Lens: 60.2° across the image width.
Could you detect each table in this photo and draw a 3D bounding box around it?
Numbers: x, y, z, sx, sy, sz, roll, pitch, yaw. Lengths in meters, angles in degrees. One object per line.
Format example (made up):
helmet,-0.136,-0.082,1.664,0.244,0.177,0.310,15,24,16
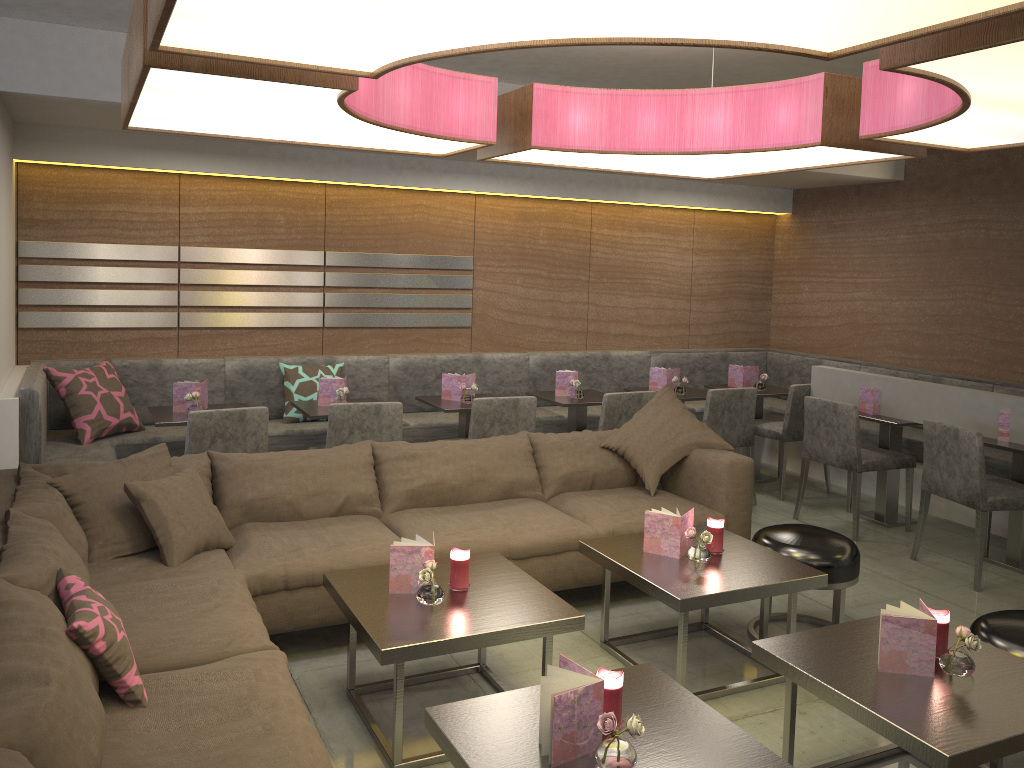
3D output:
table,1.135,0.993,2.453,0.658,0.410,0.662,-1,7,-26
table,1.105,0.379,6.052,0.506,0.651,0.509,-1,6,-26
table,-0.272,0.427,5.379,0.506,0.651,0.509,-1,6,-26
table,1.730,0.358,6.357,0.506,0.651,0.509,-1,6,-26
table,-0.961,0.451,5.043,0.506,0.651,0.509,-1,6,-26
table,-1.649,0.475,4.706,0.506,0.651,0.509,-1,6,-26
table,0.221,1.025,2.007,0.658,0.410,0.662,-1,7,-26
table,-0.218,0.888,2.905,0.658,0.410,0.662,-1,7,-26
table,2.675,0.625,4.624,0.506,0.651,0.509,-1,6,-26
table,0.696,0.856,3.352,0.658,0.410,0.662,-1,7,-26
table,2.300,0.508,5.393,0.506,0.651,0.509,-1,6,-26
table,0.416,0.403,5.715,0.506,0.651,0.509,-1,6,-26

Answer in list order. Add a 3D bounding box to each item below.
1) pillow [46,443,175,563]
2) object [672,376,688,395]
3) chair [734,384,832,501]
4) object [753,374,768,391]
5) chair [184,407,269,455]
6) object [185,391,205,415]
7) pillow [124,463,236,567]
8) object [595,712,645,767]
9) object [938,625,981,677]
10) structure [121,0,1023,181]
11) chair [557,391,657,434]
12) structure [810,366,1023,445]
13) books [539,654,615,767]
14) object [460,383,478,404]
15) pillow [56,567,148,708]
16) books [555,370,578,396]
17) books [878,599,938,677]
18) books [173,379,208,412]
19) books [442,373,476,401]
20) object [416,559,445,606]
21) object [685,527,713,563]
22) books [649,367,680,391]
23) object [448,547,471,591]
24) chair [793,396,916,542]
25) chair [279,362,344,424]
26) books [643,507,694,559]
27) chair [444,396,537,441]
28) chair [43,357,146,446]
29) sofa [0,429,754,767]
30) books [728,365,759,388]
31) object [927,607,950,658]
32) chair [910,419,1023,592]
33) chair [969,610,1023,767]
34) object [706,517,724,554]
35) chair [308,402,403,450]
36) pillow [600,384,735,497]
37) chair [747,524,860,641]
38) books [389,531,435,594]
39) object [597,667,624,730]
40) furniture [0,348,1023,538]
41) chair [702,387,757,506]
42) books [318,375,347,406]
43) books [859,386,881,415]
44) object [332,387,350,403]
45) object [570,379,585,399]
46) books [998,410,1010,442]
pillow,-1.433,0.454,3.306,0.292,0.392,0.528,5,7,33
object,1.130,0.006,5.946,0.106,0.125,0.093,2,5,5
chair,1.872,0.347,6.082,0.477,0.758,0.495,-1,5,-29
object,1.761,-0.016,6.259,0.098,0.125,0.100,5,6,34
chair,-1.481,0.467,4.414,0.477,0.758,0.495,-1,6,-34
object,-1.644,0.102,4.594,0.094,0.125,0.108,3,5,17
pillow,-1.224,0.493,3.285,0.235,0.321,0.382,3,6,19
object,0.229,0.768,1.911,0.095,0.128,0.101,-3,7,-43
object,1.230,0.725,2.470,0.095,0.125,0.195,2,6,5
structure,0.343,-1.020,2.348,2.447,0.615,2.459,-2,8,-26
chair,0.576,0.396,5.419,0.477,0.758,0.495,-1,5,-30
structure,2.556,0.164,4.728,0.095,0.230,2.505,0,8,-26
books,0.141,0.738,2.018,0.143,0.163,0.259,5,7,28
object,-0.259,0.054,5.272,0.102,0.125,0.095,5,6,28
pillow,-1.061,0.645,2.272,0.180,0.251,0.466,-1,7,-30
books,0.343,-0.007,5.749,0.143,0.163,0.158,1,6,-6
books,1.089,0.705,2.481,0.143,0.163,0.158,3,6,9
books,-1.723,0.065,4.741,0.143,0.163,0.158,1,6,-6
books,-0.327,0.017,5.422,0.143,0.163,0.158,5,6,29
object,-0.260,0.629,2.803,0.092,0.131,0.102,4,6,29
object,0.698,0.594,3.292,0.106,0.128,0.095,4,5,24
books,1.052,-0.031,6.096,0.143,0.163,0.158,7,7,44
object,-0.174,0.614,2.939,0.076,0.128,0.076,5,6,36
chair,2.031,0.466,5.249,0.492,0.758,0.480,-1,5,-28
chair,-1.258,0.063,5.621,0.426,0.393,0.220,-1,5,-25
books,0.604,0.563,3.405,0.143,0.163,0.158,5,6,29
chair,-0.138,0.420,5.077,0.477,0.758,0.495,0,5,-24
chair,-2.315,0.092,4.927,0.295,0.425,0.494,3,6,17
sofa,0.187,0.825,2.510,3.180,0.672,3.792,-2,8,-26
books,1.678,-0.054,6.411,0.157,0.163,0.144,-1,6,-31
object,1.221,0.713,2.542,0.076,0.128,0.076,4,5,26
chair,2.397,0.582,4.484,0.492,0.758,0.480,1,5,-14
chair,1.623,0.955,2.706,0.423,0.448,0.425,-1,6,-30
object,0.780,0.582,3.398,0.076,0.128,0.076,4,5,26
chair,-0.828,0.443,4.747,0.477,0.758,0.495,0,5,-19
pillow,0.746,0.266,4.362,0.620,0.510,0.300,1,5,-12
chair,1.186,0.819,3.603,0.423,0.448,0.424,-4,8,-45
books,-0.334,0.595,2.949,0.143,0.163,0.158,1,6,-6
object,0.229,0.743,2.088,0.076,0.128,0.076,5,6,36
furniture,0.591,0.481,4.453,5.648,0.848,4.285,-2,8,-26
chair,1.266,0.375,5.735,0.477,0.758,0.495,0,5,-27
books,-1.030,0.041,5.079,0.143,0.163,0.158,1,6,-6
books,2.235,0.102,5.398,0.157,0.163,0.144,1,5,-11
object,-0.959,0.077,4.937,0.092,0.125,0.111,2,5,6
object,0.417,0.030,5.606,0.095,0.125,0.106,-1,6,-26
books,2.634,0.219,4.637,0.143,0.163,0.158,5,6,29
